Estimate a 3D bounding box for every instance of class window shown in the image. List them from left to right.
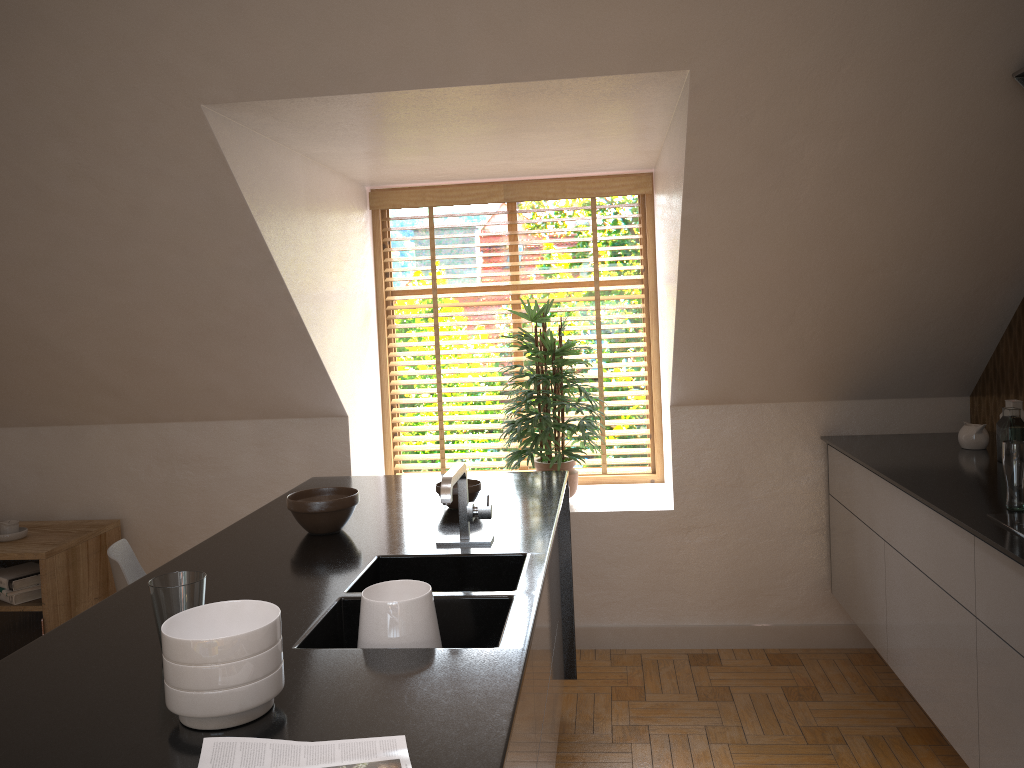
[{"bbox_3d":[-2.656,-0.617,0.546,7.782,4.457,8.654,-2,4,6],"label":"window"}]

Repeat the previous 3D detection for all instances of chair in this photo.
[{"bbox_3d":[-0.998,0.916,2.760,0.430,0.865,0.404,-4,3,-21],"label":"chair"}]

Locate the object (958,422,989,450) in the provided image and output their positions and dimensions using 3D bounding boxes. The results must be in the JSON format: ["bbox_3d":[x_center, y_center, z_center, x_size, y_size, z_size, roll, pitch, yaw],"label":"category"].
[{"bbox_3d":[1.750,0.192,3.363,0.107,0.106,0.179,0,5,33],"label":"object"}]

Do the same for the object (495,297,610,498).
[{"bbox_3d":[0.191,0.072,4.154,0.518,0.974,0.556,-2,3,1],"label":"object"}]

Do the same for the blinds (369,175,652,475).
[{"bbox_3d":[0.015,-0.269,4.515,1.430,1.482,0.070,-2,2,6],"label":"blinds"}]

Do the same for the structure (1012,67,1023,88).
[{"bbox_3d":[1.522,-1.027,1.694,0.420,1.173,1.542,-2,4,6],"label":"structure"}]

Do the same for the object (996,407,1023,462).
[{"bbox_3d":[1.717,0.178,3.049,0.068,0.190,0.100,-2,3,6],"label":"object"}]

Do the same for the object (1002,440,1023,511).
[{"bbox_3d":[1.373,0.249,2.417,0.062,0.183,0.062,-3,3,-4],"label":"object"}]

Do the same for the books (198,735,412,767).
[{"bbox_3d":[-0.273,0.513,1.158,0.282,0.044,0.223,-4,5,-11],"label":"books"}]

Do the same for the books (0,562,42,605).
[{"bbox_3d":[-2.084,0.847,3.778,0.278,0.101,0.221,2,6,43],"label":"books"}]

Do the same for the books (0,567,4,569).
[{"bbox_3d":[-2.403,0.869,3.857,0.211,0.073,0.307,0,5,31],"label":"books"}]

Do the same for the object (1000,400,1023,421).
[{"bbox_3d":[1.839,0.156,3.250,0.068,0.190,0.100,-2,3,6],"label":"object"}]

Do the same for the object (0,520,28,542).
[{"bbox_3d":[-2.331,0.622,3.919,0.425,0.113,0.148,-1,4,21],"label":"object"}]

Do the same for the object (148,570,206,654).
[{"bbox_3d":[-0.626,0.435,1.667,0.103,0.140,0.104,-3,3,-4],"label":"object"}]

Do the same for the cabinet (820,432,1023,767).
[{"bbox_3d":[1.490,0.574,2.265,0.624,0.913,3.099,-2,5,6],"label":"cabinet"}]

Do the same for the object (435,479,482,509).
[{"bbox_3d":[-0.168,0.352,2.809,0.146,0.075,0.146,-5,5,-25],"label":"object"}]

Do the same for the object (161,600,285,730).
[{"bbox_3d":[-0.458,0.446,1.412,0.181,0.146,0.181,-2,4,4],"label":"object"}]

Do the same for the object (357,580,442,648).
[{"bbox_3d":[-0.224,0.526,1.768,0.190,0.232,0.190,-5,4,-31],"label":"object"}]

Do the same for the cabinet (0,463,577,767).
[{"bbox_3d":[-0.394,0.800,2.218,0.999,1.133,2.443,-2,4,6],"label":"cabinet"}]

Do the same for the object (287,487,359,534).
[{"bbox_3d":[-0.546,0.372,2.574,0.206,0.106,0.206,-5,5,-25],"label":"object"}]

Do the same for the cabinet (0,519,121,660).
[{"bbox_3d":[-2.729,1.009,3.969,1.758,0.633,0.598,-2,4,6],"label":"cabinet"}]
